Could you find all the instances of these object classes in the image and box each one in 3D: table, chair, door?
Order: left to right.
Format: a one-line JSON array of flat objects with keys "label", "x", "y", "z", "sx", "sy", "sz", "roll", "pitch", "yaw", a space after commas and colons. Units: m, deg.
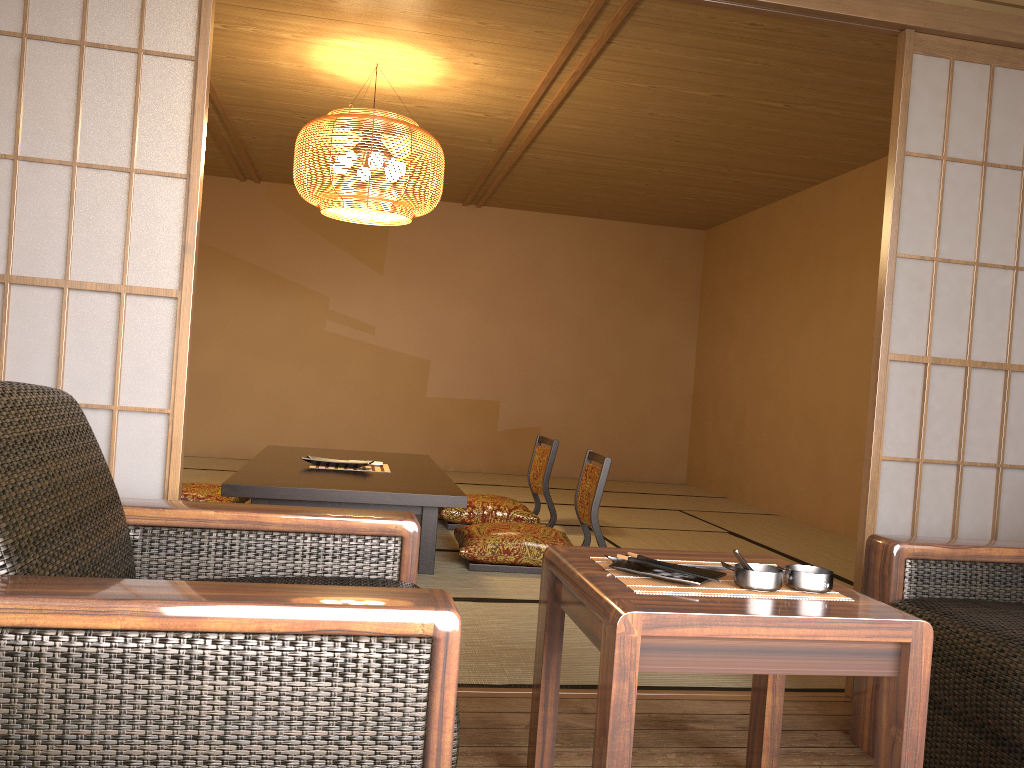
[{"label": "door", "x": -1.292, "y": -0.231, "z": 2.149, "sx": 0.992, "sy": 1.934, "sz": 0.040, "roll": 4, "pitch": 1, "yaw": -10}, {"label": "chair", "x": -0.576, "y": 0.406, "z": 1.535, "sx": 0.944, "sy": 0.779, "sz": 0.872, "roll": 4, "pitch": 0, "yaw": -10}, {"label": "chair", "x": -1.799, "y": 0.439, "z": 4.795, "sx": 0.687, "sy": 0.546, "sz": 0.582, "roll": 4, "pitch": 0, "yaw": -6}, {"label": "table", "x": -0.774, "y": 0.609, "z": 4.126, "sx": 0.995, "sy": 0.357, "sz": 0.994, "roll": 4, "pitch": 0, "yaw": -10}, {"label": "table", "x": -0.951, "y": 0.599, "z": 5.104, "sx": 0.995, "sy": 0.357, "sz": 0.994, "roll": 4, "pitch": 0, "yaw": -10}, {"label": "chair", "x": -0.108, "y": 0.568, "z": 5.279, "sx": 0.699, "sy": 0.546, "sz": 0.582, "roll": 4, "pitch": 0, "yaw": -11}, {"label": "chair", "x": 0.090, "y": 0.579, "z": 4.210, "sx": 0.687, "sy": 0.546, "sz": 0.582, "roll": 4, "pitch": 0, "yaw": -6}, {"label": "table", "x": 0.360, "y": 0.613, "z": 1.670, "sx": 0.540, "sy": 0.500, "sz": 0.540, "roll": 4, "pitch": 0, "yaw": -10}, {"label": "door", "x": 1.541, "y": -0.016, "z": 2.662, "sx": 0.992, "sy": 1.934, "sz": 0.040, "roll": 4, "pitch": 1, "yaw": -10}, {"label": "chair", "x": 1.383, "y": 0.554, "z": 1.890, "sx": 0.944, "sy": 0.779, "sz": 0.872, "roll": 4, "pitch": 0, "yaw": -10}]

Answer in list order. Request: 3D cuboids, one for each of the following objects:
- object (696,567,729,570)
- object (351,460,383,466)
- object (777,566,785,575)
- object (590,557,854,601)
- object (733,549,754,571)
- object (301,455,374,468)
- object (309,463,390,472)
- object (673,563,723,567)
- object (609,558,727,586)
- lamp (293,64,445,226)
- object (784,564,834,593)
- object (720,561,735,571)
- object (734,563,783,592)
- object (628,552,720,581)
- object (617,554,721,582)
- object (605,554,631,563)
[{"label": "object", "x": 0.421, "y": 0.363, "z": 1.745, "sx": 0.230, "sy": 0.007, "sz": 0.006, "roll": 4, "pitch": 0, "yaw": -21}, {"label": "object", "x": -0.778, "y": 0.423, "z": 4.719, "sx": 0.180, "sy": 0.014, "sz": 0.130, "roll": 4, "pitch": 0, "yaw": -8}, {"label": "object", "x": 0.535, "y": 0.365, "z": 1.709, "sx": 0.050, "sy": 0.018, "sz": 0.015, "roll": 4, "pitch": 0, "yaw": 32}, {"label": "object", "x": 0.378, "y": 0.363, "z": 1.666, "sx": 0.401, "sy": 0.003, "sz": 0.300, "roll": 4, "pitch": 0, "yaw": -10}, {"label": "object", "x": 0.426, "y": 0.324, "z": 1.574, "sx": 0.117, "sy": 0.068, "sz": 0.038, "roll": 4, "pitch": 1, "yaw": -45}, {"label": "object", "x": -0.889, "y": 0.401, "z": 4.518, "sx": 0.349, "sy": 0.039, "sz": 0.129, "roll": 4, "pitch": 0, "yaw": 3}, {"label": "object", "x": -0.841, "y": 0.426, "z": 4.612, "sx": 0.401, "sy": 0.003, "sz": 0.398, "roll": 4, "pitch": 0, "yaw": -10}, {"label": "object", "x": 0.388, "y": 0.360, "z": 1.755, "sx": 0.230, "sy": 0.007, "sz": 0.006, "roll": 4, "pitch": 0, "yaw": -15}, {"label": "object", "x": 0.285, "y": 0.347, "z": 1.630, "sx": 0.181, "sy": 0.015, "sz": 0.131, "roll": 4, "pitch": 0, "yaw": 35}, {"label": "lamp", "x": -0.750, "y": -1.307, "z": 4.751, "sx": 0.798, "sy": 0.826, "sz": 0.798, "roll": 4, "pitch": 0, "yaw": 14}, {"label": "object", "x": 0.540, "y": 0.355, "z": 1.613, "sx": 0.084, "sy": 0.037, "sz": 0.084, "roll": 4, "pitch": 0, "yaw": 18}, {"label": "object", "x": 0.457, "y": 0.355, "z": 1.711, "sx": 0.130, "sy": 0.026, "sz": 0.038, "roll": 4, "pitch": 0, "yaw": -26}, {"label": "object", "x": 0.442, "y": 0.348, "z": 1.593, "sx": 0.084, "sy": 0.037, "sz": 0.084, "roll": 4, "pitch": 0, "yaw": -18}, {"label": "object", "x": 0.296, "y": 0.338, "z": 1.645, "sx": 0.006, "sy": 0.007, "sz": 0.230, "roll": 4, "pitch": 0, "yaw": -36}, {"label": "object", "x": 0.284, "y": 0.337, "z": 1.625, "sx": 0.006, "sy": 0.007, "sz": 0.230, "roll": 4, "pitch": 0, "yaw": -45}, {"label": "object", "x": 0.204, "y": 0.340, "z": 1.715, "sx": 0.050, "sy": 0.018, "sz": 0.015, "roll": 4, "pitch": 0, "yaw": -24}]
